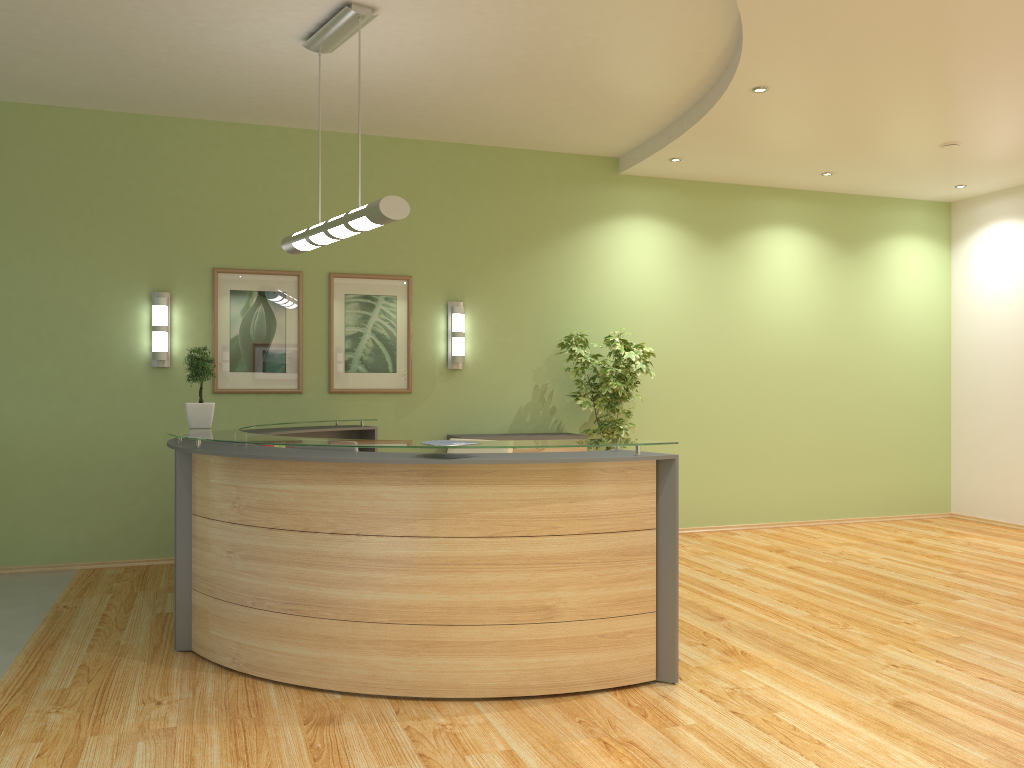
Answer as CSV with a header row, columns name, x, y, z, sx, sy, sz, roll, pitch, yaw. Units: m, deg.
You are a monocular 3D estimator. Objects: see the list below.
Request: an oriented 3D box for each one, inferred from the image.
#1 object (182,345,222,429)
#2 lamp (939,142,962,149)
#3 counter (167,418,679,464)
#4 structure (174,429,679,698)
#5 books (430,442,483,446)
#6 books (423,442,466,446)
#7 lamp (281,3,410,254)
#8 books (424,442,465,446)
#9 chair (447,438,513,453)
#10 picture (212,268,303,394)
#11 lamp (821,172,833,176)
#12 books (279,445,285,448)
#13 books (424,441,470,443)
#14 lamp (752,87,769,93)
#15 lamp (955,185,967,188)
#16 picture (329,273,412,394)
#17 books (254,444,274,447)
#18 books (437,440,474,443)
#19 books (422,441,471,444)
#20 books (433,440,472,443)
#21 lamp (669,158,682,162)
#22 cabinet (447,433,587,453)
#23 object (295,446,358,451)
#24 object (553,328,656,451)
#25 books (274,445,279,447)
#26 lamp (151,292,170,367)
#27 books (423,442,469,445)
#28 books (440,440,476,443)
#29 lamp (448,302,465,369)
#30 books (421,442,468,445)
name,x,y,z,sx,sy,sz,roll,pitch,yaw
object,-1.901,0.016,5.404,0.216,0.507,0.230,0,0,7
lamp,3.548,-1.924,7.177,0.167,0.024,0.167,0,0,21
counter,-1.003,0.309,5.170,1.837,0.078,3.674,0,0,-34
structure,-1.005,0.873,5.169,1.837,1.049,3.673,0,0,-34
books,-0.255,0.268,3.973,0.150,0.004,0.210,0,0,36
books,-0.280,0.268,3.999,0.210,0.004,0.150,0,0,-34
lamp,-1.010,-1.468,5.166,0.197,1.249,1.470,0,0,-34
books,-0.268,0.268,3.985,0.210,0.004,0.150,0,0,-44
chair,-0.371,0.884,5.493,0.584,1.048,0.652,0,0,34
picture,-2.042,-0.422,7.138,0.700,1.000,0.025,0,0,-19
lamp,2.901,-1.930,8.159,0.105,0.011,0.105,0,0,39
books,-1.708,0.556,6.259,0.231,0.282,0.063,0,0,23
books,-0.297,0.268,4.050,0.210,0.004,0.150,0,0,-4
lamp,1.634,-1.934,5.836,0.105,0.011,0.105,0,0,-29
lamp,4.384,-1.928,8.664,0.105,0.011,0.105,0,0,39
picture,-1.180,-0.421,7.431,0.700,1.000,0.025,0,0,-19
books,-1.759,0.556,6.099,0.233,0.282,0.062,0,0,6
books,-0.287,0.268,4.104,0.210,0.004,0.150,0,0,26
books,-0.297,0.268,4.069,0.210,0.004,0.150,0,0,6
books,-0.293,0.268,4.087,0.210,0.004,0.150,0,0,16
lamp,1.411,-1.932,7.652,0.105,0.011,0.105,0,0,39
cabinet,0.046,0.920,7.577,1.115,0.966,0.501,0,0,-19
object,-0.919,0.494,4.506,0.411,0.405,0.206,0,0,31
object,0.825,0.460,7.737,0.916,1.905,0.649,0,0,-31
books,-1.733,0.556,6.193,0.231,0.282,0.063,0,0,23
lamp,-2.714,-0.423,6.847,0.134,0.580,0.142,0,0,-19
books,-0.295,0.268,4.032,0.210,0.004,0.150,0,0,-14
books,-0.277,0.268,4.119,0.210,0.004,0.150,0,0,36
lamp,-0.472,-0.420,7.610,0.134,0.580,0.142,0,0,-19
books,-0.289,0.268,4.015,0.210,0.004,0.150,0,0,-24
